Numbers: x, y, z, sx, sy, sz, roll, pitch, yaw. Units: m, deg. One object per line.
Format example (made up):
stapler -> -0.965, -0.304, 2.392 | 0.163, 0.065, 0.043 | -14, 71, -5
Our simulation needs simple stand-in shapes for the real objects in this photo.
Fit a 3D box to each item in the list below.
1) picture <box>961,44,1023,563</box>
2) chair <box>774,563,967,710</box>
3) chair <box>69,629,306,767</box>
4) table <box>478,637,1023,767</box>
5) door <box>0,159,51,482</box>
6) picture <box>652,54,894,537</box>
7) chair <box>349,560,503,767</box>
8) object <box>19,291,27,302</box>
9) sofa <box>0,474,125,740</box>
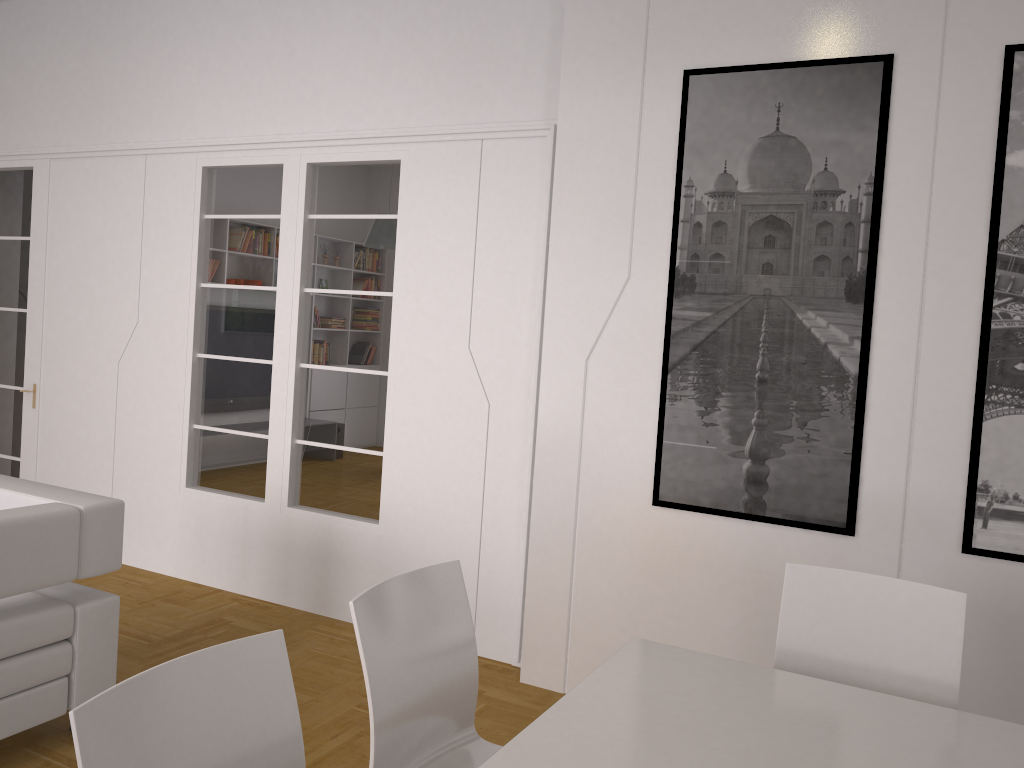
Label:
picture -> 1.997, -0.253, 2.924 | 0.787, 1.779, 0.016 | 5, 3, 27
chair -> 0.874, 1.012, 2.297 | 0.561, 0.930, 0.575 | 5, 3, 27
chair -> -0.392, 0.984, 1.490 | 0.576, 0.930, 0.561 | 5, 3, 27
table -> 0.307, 1.150, 1.167 | 1.211, 0.721, 2.411 | 5, 4, 27
door -> -3.453, -0.252, 5.925 | 1.009, 2.452, 0.139 | 5, 3, 27
picture -> 0.984, -0.351, 3.443 | 0.787, 1.779, 0.013 | 5, 3, 27
chair -> -0.073, 0.968, 2.114 | 0.576, 0.930, 0.561 | 5, 3, 27
object -> -3.447, -0.075, 6.968 | 0.885, 2.003, 0.590 | 2, 3, -43
sofa -> -2.390, 0.833, 2.272 | 0.823, 0.848, 2.623 | 5, 4, 27
